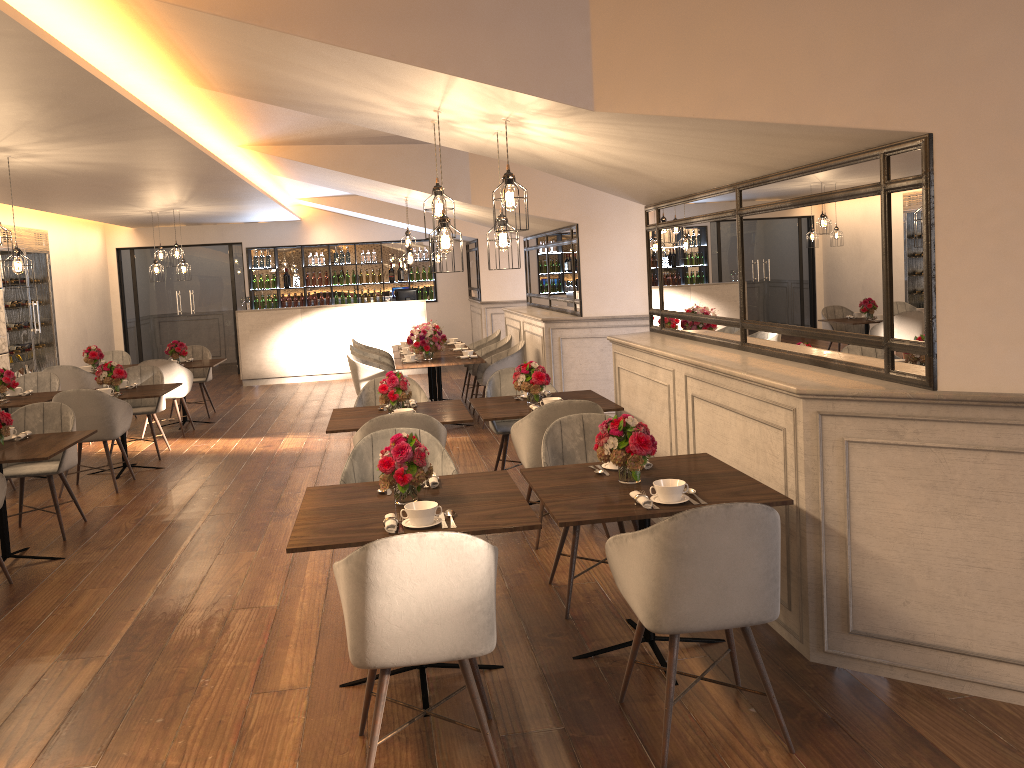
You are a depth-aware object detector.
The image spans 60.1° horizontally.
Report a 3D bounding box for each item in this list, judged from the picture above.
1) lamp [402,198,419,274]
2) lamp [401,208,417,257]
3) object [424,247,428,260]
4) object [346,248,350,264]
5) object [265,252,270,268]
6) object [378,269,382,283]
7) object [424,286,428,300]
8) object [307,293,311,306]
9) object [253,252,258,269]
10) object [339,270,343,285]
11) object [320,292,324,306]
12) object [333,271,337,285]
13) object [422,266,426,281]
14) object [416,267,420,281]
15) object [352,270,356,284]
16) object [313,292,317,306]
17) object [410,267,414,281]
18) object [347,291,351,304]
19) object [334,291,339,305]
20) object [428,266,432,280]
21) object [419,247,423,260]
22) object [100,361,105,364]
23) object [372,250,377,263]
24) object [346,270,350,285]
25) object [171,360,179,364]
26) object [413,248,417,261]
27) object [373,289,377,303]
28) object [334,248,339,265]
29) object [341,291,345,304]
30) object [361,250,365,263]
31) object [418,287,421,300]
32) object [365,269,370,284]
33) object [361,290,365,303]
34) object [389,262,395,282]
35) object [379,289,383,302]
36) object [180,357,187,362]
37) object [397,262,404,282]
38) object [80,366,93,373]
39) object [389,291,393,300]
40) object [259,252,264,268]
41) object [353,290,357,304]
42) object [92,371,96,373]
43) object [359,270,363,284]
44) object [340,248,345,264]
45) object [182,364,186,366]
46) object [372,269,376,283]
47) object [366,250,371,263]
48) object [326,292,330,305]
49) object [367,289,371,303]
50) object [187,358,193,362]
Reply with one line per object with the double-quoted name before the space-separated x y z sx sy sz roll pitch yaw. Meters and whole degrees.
"lamp" -1.178 -2.257 9.797 0.175 2.062 0.176 -4 4 -7
"lamp" -1.237 -2.489 10.107 0.175 2.062 0.176 -4 4 -7
"object" -1.558 -2.368 16.062 0.070 0.234 0.041 -4 4 -9
"object" -2.941 -2.306 15.856 0.075 0.309 0.075 -3 4 3
"object" -4.320 -2.206 15.654 0.075 0.309 0.075 0 6 38
"object" -2.391 -1.956 15.994 0.065 0.260 0.066 -6 5 -30
"object" -1.580 -1.654 16.137 0.065 0.260 0.066 -6 5 -30
"object" -3.635 -1.505 15.836 0.065 0.260 0.066 -6 5 -30
"object" -4.526 -2.191 15.624 0.075 0.309 0.075 -2 5 17
"object" -3.068 -1.908 15.895 0.065 0.262 0.066 -6 5 -30
"object" -3.416 -1.521 15.868 0.065 0.260 0.066 -6 5 -30
"object" -3.177 -1.899 15.879 0.065 0.260 0.066 -6 5 -30
"object" -1.599 -2.013 16.110 0.065 0.260 0.066 -6 5 -30
"object" -1.708 -2.005 16.094 0.065 0.260 0.066 -6 5 -30
"object" -2.850 -1.924 15.927 0.065 0.262 0.066 -6 5 -30
"object" -3.525 -1.513 15.852 0.065 0.260 0.066 -6 5 -30
"object" -1.817 -1.998 16.078 0.065 0.262 0.066 -6 5 -30
"object" -2.940 -1.555 15.938 0.065 0.260 0.066 -6 5 -30
"object" -3.158 -1.539 15.906 0.065 0.260 0.066 -6 5 -30
"object" -1.490 -2.021 16.126 0.065 0.260 0.066 -6 5 -30
"object" -1.657 -2.361 16.047 0.070 0.234 0.041 -4 4 -9
"object" -4.891 -0.233 10.503 0.148 0.072 0.149 -1 7 14
"object" -2.479 -2.301 15.927 0.070 0.234 0.041 -4 4 -9
"object" -2.959 -1.916 15.911 0.065 0.262 0.066 -6 5 -30
"object" -3.858 -0.227 10.041 0.148 0.072 0.149 2 8 34
"object" -1.757 -2.354 16.033 0.070 0.234 0.041 -4 4 -9
"object" -2.481 -1.588 16.005 0.065 0.260 0.066 -6 5 -30
"object" -3.147 -2.291 15.826 0.075 0.309 0.075 -1 5 24
"object" -3.049 -1.547 15.922 0.065 0.260 0.066 -6 5 -30
"object" -2.677 -2.287 15.898 0.070 0.234 0.041 -4 4 -9
"object" -1.689 -1.646 16.121 0.065 0.260 0.066 -6 5 -30
"object" -2.609 -1.940 15.962 0.065 0.260 0.066 -6 5 -30
"object" -2.699 -1.573 15.973 0.065 0.260 0.066 -6 5 -30
"object" -2.175 -2.017 16.000 0.104 0.358 0.104 1 6 44
"object" -2.371 -1.596 16.021 0.065 0.260 0.066 -6 5 -30
"object" -3.984 -0.299 10.636 0.148 0.072 0.149 -1 7 14
"object" -2.020 -2.029 16.019 0.104 0.357 0.104 -2 5 19
"object" -4.765 -0.162 9.908 0.148 0.072 0.149 2 8 34
"object" -2.185 -1.581 16.050 0.065 0.207 0.065 0 6 37
"object" -4.423 -2.199 15.639 0.075 0.309 0.075 0 5 35
"object" -2.830 -1.563 15.954 0.065 0.260 0.066 -6 5 -30
"object" -4.690 -0.136 9.948 0.022 0.004 0.212 -4 8 -8
"object" -2.718 -1.932 15.946 0.065 0.260 0.066 -6 5 -30
"object" -3.044 -2.298 15.841 0.075 0.309 0.075 -3 4 3
"object" -3.748 -0.209 10.078 0.043 0.015 0.198 -5 8 -12
"object" -2.500 -1.948 15.978 0.065 0.260 0.066 -6 5 -30
"object" -2.578 -2.294 15.912 0.070 0.234 0.041 -4 4 -9
"object" -3.307 -1.529 15.884 0.065 0.260 0.066 -6 5 -30
"object" -2.590 -1.581 15.989 0.065 0.260 0.066 -6 5 -30
"object" -3.870 -0.290 10.654 0.056 0.039 0.176 -4 7 -8
